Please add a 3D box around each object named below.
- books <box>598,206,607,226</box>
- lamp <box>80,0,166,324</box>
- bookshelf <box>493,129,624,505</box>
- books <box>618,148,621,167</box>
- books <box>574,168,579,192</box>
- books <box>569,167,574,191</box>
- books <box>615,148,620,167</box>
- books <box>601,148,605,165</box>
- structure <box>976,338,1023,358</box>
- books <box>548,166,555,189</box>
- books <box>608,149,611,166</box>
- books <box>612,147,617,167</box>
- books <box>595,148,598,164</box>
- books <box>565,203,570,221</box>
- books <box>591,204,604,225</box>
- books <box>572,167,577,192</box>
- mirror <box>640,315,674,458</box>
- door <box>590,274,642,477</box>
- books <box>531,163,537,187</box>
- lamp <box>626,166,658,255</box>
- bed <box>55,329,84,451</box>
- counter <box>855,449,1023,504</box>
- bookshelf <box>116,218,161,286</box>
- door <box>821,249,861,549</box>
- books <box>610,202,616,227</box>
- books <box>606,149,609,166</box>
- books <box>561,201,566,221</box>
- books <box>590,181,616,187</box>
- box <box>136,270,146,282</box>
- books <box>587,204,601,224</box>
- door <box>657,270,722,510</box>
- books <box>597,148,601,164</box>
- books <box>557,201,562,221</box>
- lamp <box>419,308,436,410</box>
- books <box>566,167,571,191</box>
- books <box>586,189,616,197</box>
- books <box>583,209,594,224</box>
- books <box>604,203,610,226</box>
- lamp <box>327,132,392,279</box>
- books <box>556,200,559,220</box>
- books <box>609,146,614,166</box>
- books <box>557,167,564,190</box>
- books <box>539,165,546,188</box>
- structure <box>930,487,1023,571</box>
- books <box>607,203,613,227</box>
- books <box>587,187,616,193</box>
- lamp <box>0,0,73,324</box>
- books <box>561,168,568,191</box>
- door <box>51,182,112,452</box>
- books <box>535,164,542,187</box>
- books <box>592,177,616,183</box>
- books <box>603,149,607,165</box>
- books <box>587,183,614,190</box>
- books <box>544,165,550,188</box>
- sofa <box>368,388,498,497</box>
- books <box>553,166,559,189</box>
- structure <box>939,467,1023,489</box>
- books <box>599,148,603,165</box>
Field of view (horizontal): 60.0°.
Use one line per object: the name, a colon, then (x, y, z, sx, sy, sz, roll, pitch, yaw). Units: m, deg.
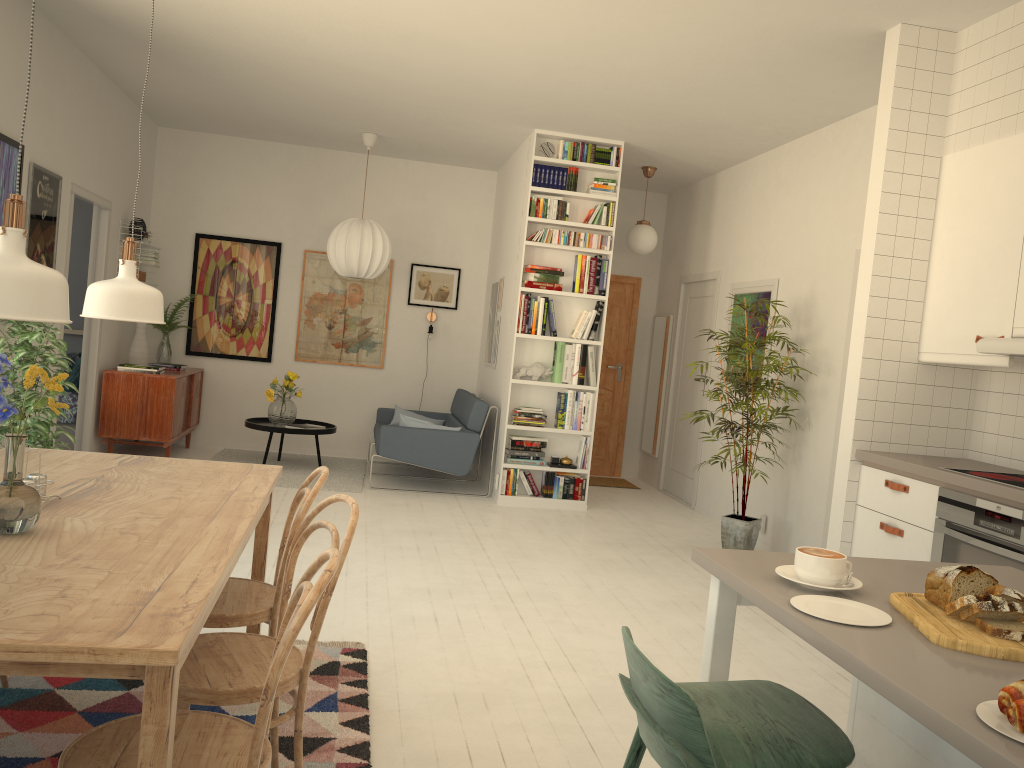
books: (0.704, -1.313, 7.008, 0.030, 0.153, 0.200, 5, 3, -10)
lamp: (-1.047, -0.977, 2.539, 0.230, 1.595, 0.229, 7, 3, 25)
bookshelf: (0.360, -0.483, 7.010, 0.710, 2.899, 0.249, 5, 2, -10)
books: (0.816, -1.771, 7.030, 0.014, 0.154, 0.260, 5, 3, -10)
books: (0.482, -1.586, 6.973, 0.020, 0.191, 0.205, 5, 3, -10)
books: (0.443, -1.589, 6.963, 0.020, 0.191, 0.205, 5, 3, -10)
books: (0.803, -1.769, 7.006, 0.021, 0.151, 0.228, 5, 3, -10)
books: (0.695, -1.768, 6.953, 0.017, 0.130, 0.150, 5, 3, -10)
structure: (2.143, -0.118, 3.249, 0.482, 0.073, 0.681, 5, 3, -10)
books: (0.291, -1.598, 6.929, 0.034, 0.178, 0.188, 5, 3, -10)
books: (0.747, -1.763, 6.962, 0.017, 0.130, 0.150, 5, 3, -10)
books: (0.782, -1.774, 7.006, 0.020, 0.156, 0.229, 5, 3, -10)
books: (0.644, -1.772, 6.944, 0.017, 0.130, 0.150, 5, 3, -10)
books: (0.417, -1.332, 6.954, 0.020, 0.145, 0.189, 5, 3, -10)
books: (0.661, -1.326, 7.004, 0.065, 0.168, 0.229, 5, 3, -10)
books: (0.464, -1.587, 6.958, 0.020, 0.191, 0.205, 5, 3, -10)
mirror: (1.416, 0.008, 8.714, 0.029, 1.370, 0.500, 5, 2, -10)
door: (0.744, -0.104, 8.953, 0.931, 2.032, 0.160, 5, 2, -10)
books: (0.153, -1.610, 6.905, 0.034, 0.178, 0.188, 5, 3, -10)
lamp: (1.163, -1.513, 7.775, 0.275, 0.767, 0.275, 5, 3, -15)
bed: (-4.370, -0.019, 7.560, 1.655, 0.973, 0.934, 5, 3, -10)
counter: (1.176, 0.468, 1.617, 2.856, 0.163, 4.846, 5, 3, -10)
bookshelf: (-3.163, -1.076, 7.544, 0.184, 0.564, 0.695, 5, 3, -10)
door: (2.126, 0.231, 4.962, 0.166, 2.032, 0.955, 5, 2, -10)
books: (0.771, -1.330, 7.020, 0.022, 0.198, 0.212, 5, 3, -10)
books: (0.730, -1.764, 6.959, 0.017, 0.130, 0.150, 5, 3, -10)
books: (0.383, -1.340, 6.929, 0.023, 0.153, 0.176, 5, 3, -10)
books: (0.708, -1.563, 6.977, 0.179, 0.016, 0.208, 5, 3, -5)
box: (-3.154, -0.901, 7.375, 0.152, 0.084, 0.266, 5, 3, -10)
books: (0.626, -1.327, 7.012, 0.092, 0.165, 0.223, 5, 3, -10)
door: (1.624, 0.034, 7.940, 0.166, 2.032, 0.955, 5, 2, -10)
books: (0.661, -1.771, 6.947, 0.017, 0.130, 0.150, 5, 3, -10)
books: (0.354, -1.345, 6.957, 0.024, 0.155, 0.207, 5, 3, -10)
lamp: (-0.965, -0.041, 8.557, 0.360, 1.415, 0.112, 5, 2, -10)
books: (0.422, -1.592, 6.962, 0.020, 0.191, 0.205, 5, 3, -10)
books: (0.690, -1.489, 7.003, 0.214, 0.038, 0.223, 5, 3, -10)
books: (0.589, -1.314, 7.019, 0.073, 0.129, 0.200, 5, 3, -10)
books: (0.731, -1.329, 7.029, 0.022, 0.187, 0.186, 5, 3, -10)
lamp: (-1.266, -1.514, 7.554, 0.536, 1.228, 0.536, 7, 3, 24)
books: (0.339, -1.348, 6.934, 0.013, 0.159, 0.176, 5, 3, -10)
books: (0.768, -1.771, 6.965, 0.019, 0.157, 0.150, 5, 3, -10)
books: (0.359, -1.591, 6.941, 0.034, 0.178, 0.188, 5, 3, -10)
books: (0.222, -1.604, 6.917, 0.034, 0.178, 0.188, 5, 3, -10)
structure: (2.066, 0.687, 3.287, 0.704, 0.447, 0.682, 5, 3, -10)
books: (0.751, -1.327, 7.019, 0.014, 0.188, 0.218, 5, 3, -10)
books: (0.695, -1.517, 7.001, 0.200, 0.018, 0.208, 5, 3, -10)
lamp: (-0.905, -0.921, 1.694, 0.230, 1.595, 0.229, 7, 3, 36)
books: (0.394, -1.588, 6.947, 0.034, 0.178, 0.188, 5, 3, -10)
door: (-3.554, -0.408, 6.370, 0.882, 2.032, 0.955, 5, 2, -10)
books: (0.188, -1.607, 6.911, 0.034, 0.178, 0.188, 5, 3, -10)
books: (0.716, -1.588, 6.993, 0.169, 0.032, 0.188, 5, 3, -5)
books: (0.713, -1.766, 6.956, 0.017, 0.130, 0.150, 5, 3, -10)
books: (0.685, -1.542, 6.996, 0.173, 0.030, 0.199, 5, 3, -20)
books: (0.256, -1.601, 6.923, 0.034, 0.178, 0.188, 5, 3, -10)
sofa: (-0.734, 0.441, 7.737, 0.964, 0.773, 1.603, 5, 3, -10)
books: (0.325, -1.594, 6.935, 0.034, 0.178, 0.188, 5, 3, -10)
structure: (2.044, 0.399, 3.274, 0.504, 0.057, 0.764, 5, 3, -10)
books: (0.678, -1.769, 6.950, 0.017, 0.130, 0.150, 5, 3, -10)
